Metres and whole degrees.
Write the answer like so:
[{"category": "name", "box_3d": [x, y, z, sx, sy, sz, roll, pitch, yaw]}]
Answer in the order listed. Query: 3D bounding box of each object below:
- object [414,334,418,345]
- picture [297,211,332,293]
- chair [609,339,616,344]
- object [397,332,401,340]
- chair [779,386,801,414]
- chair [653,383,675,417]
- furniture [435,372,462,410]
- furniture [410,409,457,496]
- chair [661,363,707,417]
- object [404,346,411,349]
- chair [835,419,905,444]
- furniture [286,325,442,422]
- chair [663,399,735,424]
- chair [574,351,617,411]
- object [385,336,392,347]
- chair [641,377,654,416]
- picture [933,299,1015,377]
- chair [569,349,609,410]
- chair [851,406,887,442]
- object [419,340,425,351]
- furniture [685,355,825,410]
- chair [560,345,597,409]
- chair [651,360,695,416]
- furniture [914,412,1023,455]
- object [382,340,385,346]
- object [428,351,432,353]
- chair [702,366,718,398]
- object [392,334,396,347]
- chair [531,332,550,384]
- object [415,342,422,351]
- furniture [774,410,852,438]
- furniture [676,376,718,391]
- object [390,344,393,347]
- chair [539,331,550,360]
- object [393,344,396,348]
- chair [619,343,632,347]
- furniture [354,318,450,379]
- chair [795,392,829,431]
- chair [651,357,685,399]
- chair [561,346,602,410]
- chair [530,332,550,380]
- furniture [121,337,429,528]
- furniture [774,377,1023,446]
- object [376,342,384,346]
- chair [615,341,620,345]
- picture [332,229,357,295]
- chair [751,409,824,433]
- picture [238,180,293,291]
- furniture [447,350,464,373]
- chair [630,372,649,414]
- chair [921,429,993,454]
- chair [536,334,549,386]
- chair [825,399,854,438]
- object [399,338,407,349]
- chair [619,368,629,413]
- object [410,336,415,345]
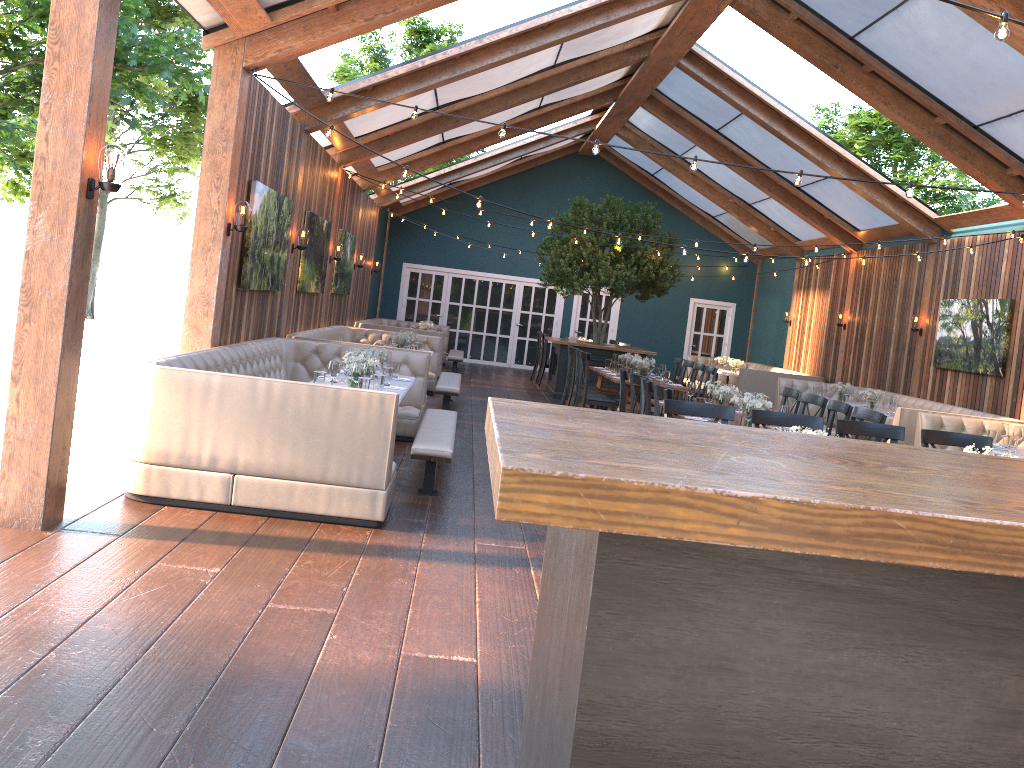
[{"category": "object", "box_3d": [-1.427, -0.614, 12.953, 0.093, 0.244, 0.092, 9, 2, 45]}, {"category": "picture", "box_3d": [-2.576, -1.695, 11.632, 0.065, 0.996, 1.656, 7, 4, -3]}, {"category": "chair", "box_3d": [1.960, -0.470, 19.217, 0.539, 1.018, 0.479, 7, 2, -8]}, {"category": "object", "box_3d": [-1.643, -0.624, 12.773, 0.093, 0.244, 0.092, 9, 2, 45]}, {"category": "chair", "box_3d": [2.469, 0.530, 8.584, 0.539, 1.018, 0.478, 7, 2, -3]}, {"category": "chair", "box_3d": [1.299, 0.542, 6.842, 0.539, 1.018, 0.478, 7, 2, -3]}, {"category": "furniture", "box_3d": [-0.876, 0.124, 12.140, 0.312, 0.398, 2.337, 7, 5, -3]}, {"category": "furniture", "box_3d": [-0.660, 0.548, 7.627, 0.312, 0.398, 2.337, 7, 5, -3]}, {"category": "chair", "box_3d": [2.306, 0.209, 11.995, 0.539, 1.018, 0.478, 7, 2, -3]}, {"category": "object", "box_3d": [-1.317, -0.392, 11.075, 0.092, 0.158, 0.091, 8, 3, 33]}, {"category": "chair", "box_3d": [2.268, 0.775, 5.526, 0.477, 1.018, 0.541, 7, 2, -8]}, {"category": "furniture", "box_3d": [-1.918, -0.230, 12.083, 1.708, 0.857, 4.173, 7, 5, -3]}, {"category": "chair", "box_3d": [1.157, 0.645, 5.469, 0.477, 1.018, 0.541, 7, 2, -8]}, {"category": "chair", "box_3d": [1.066, 0.114, 11.371, 0.539, 1.018, 0.479, 7, 2, -8]}, {"category": "object", "box_3d": [-1.574, -0.479, 11.224, 0.092, 0.244, 0.092, 7, 2, 0]}, {"category": "chair", "box_3d": [1.266, 0.488, 7.400, 0.540, 1.018, 0.478, 7, 2, 2]}, {"category": "picture", "box_3d": [6.261, -0.664, 12.078, 0.065, 0.996, 1.656, 7, 4, -3]}, {"category": "chair", "box_3d": [1.039, 0.061, 11.930, 0.539, 1.018, 0.478, 7, 2, 0]}, {"category": "chair", "box_3d": [2.550, 0.687, 6.905, 0.539, 1.018, 0.478, 7, 2, -3]}, {"category": "object", "box_3d": [-1.326, -0.564, 13.012, 0.091, 0.158, 0.092, 6, 2, -17]}, {"category": "furniture", "box_3d": [4.933, 0.037, 18.475, 1.708, 0.857, 4.173, 7, 5, -3]}, {"category": "chair", "box_3d": [0.997, -0.042, 13.049, 0.539, 1.018, 0.478, 7, 2, 2]}, {"category": "chair", "box_3d": [2.279, 0.157, 12.554, 0.539, 1.018, 0.479, 7, 2, -8]}, {"category": "furniture", "box_3d": [5.438, 1.028, 7.927, 1.708, 0.857, 4.173, 7, 5, -3]}, {"category": "object", "box_3d": [-1.709, -0.515, 11.939, 0.091, 0.158, 0.092, 6, 2, -17]}, {"category": "object", "box_3d": [-1.287, -0.474, 12.849, 0.255, 0.019, 0.158, 7, 5, -3]}, {"category": "chair", "box_3d": [2.333, 0.262, 11.436, 0.539, 1.018, 0.478, 7, 2, 2]}, {"category": "object", "box_3d": [-1.614, -0.554, 12.018, 0.093, 0.244, 0.092, 9, 2, 45]}, {"category": "chair", "box_3d": [0.740, -0.513, 18.034, 0.539, 1.018, 0.479, 7, 2, -8]}, {"category": "object", "box_3d": [-1.298, -0.490, 12.218, 0.091, 0.158, 0.092, 6, 2, -17]}, {"category": "furniture", "box_3d": [4.092, 0.703, 12.393, 0.312, 0.398, 2.337, 7, 5, -3]}, {"category": "furniture", "box_3d": [3.802, 0.133, 18.458, 0.312, 0.398, 2.337, 7, 5, -3]}, {"category": "object", "box_3d": [-1.742, -0.588, 12.712, 0.091, 0.158, 0.092, 6, 2, -17]}, {"category": "chair", "box_3d": [0.751, -0.610, 19.156, 0.540, 1.018, 0.478, 7, 2, 2]}, {"category": "object", "box_3d": [-1.714, -0.619, 13.112, 0.091, 0.158, 0.092, 6, 2, -17]}, {"category": "chair", "box_3d": [2.021, -0.313, 17.521, 0.538, 1.018, 0.479, 6, 2, -20]}, {"category": "furniture", "box_3d": [-2.207, -0.797, 18.124, 1.708, 0.857, 4.173, 7, 5, -3]}, {"category": "chair", "box_3d": [2.496, 0.582, 8.024, 0.539, 1.018, 0.479, 7, 2, -8]}, {"category": "chair", "box_3d": [2.252, 0.104, 13.114, 0.539, 1.018, 0.478, 7, 2, -3]}, {"category": "chair", "box_3d": [0.988, 0.006, 12.489, 0.539, 1.018, 0.479, 7, 2, -8]}, {"category": "chair", "box_3d": [0.699, -0.567, 18.592, 0.539, 1.018, 0.478, 7, 2, 2]}, {"category": "furniture", "box_3d": [-1.701, 0.196, 7.556, 1.708, 0.857, 4.173, 7, 5, -3]}, {"category": "furniture", "box_3d": [5.222, 0.603, 12.443, 1.708, 0.857, 4.173, 7, 5, -3]}, {"category": "object", "box_3d": [-1.668, -0.440, 11.138, 0.091, 0.158, 0.092, 6, 2, -17]}, {"category": "chair", "box_3d": [1.987, -0.417, 18.659, 0.539, 1.018, 0.478, 7, 2, 2]}, {"category": "picture", "box_3d": [-2.713, -1.953, 14.370, 0.065, 0.996, 1.656, 7, 4, -3]}, {"category": "chair", "box_3d": [1.712, 0.710, 5.498, 0.477, 1.018, 0.541, 7, 2, -3]}, {"category": "picture", "box_3d": [-2.436, -1.432, 8.845, 0.065, 0.996, 1.656, 7, 4, -3]}, {"category": "furniture", "box_3d": [-1.167, -0.446, 18.204, 0.312, 0.398, 2.337, 7, 5, -3]}, {"category": "chair", "box_3d": [1.266, 0.440, 7.948, 0.539, 1.018, 0.479, 7, 2, -6]}, {"category": "chair", "box_3d": [2.823, 0.840, 5.554, 0.477, 1.018, 0.541, 7, 2, -3]}, {"category": "chair", "box_3d": [0.815, -0.455, 17.477, 0.539, 1.018, 0.478, 7, 2, -3]}, {"category": "chair", "box_3d": [2.523, 0.635, 7.465, 0.539, 1.018, 0.478, 7, 2, 2]}, {"category": "object", "box_3d": [-1.381, -0.450, 11.159, 0.093, 0.244, 0.092, 9, 2, 45]}, {"category": "chair", "box_3d": [1.211, 0.383, 8.513, 0.540, 1.018, 0.478, 7, 2, 5]}, {"category": "object", "box_3d": [-1.383, -0.537, 12.142, 0.093, 0.244, 0.092, 9, 2, 45]}]
